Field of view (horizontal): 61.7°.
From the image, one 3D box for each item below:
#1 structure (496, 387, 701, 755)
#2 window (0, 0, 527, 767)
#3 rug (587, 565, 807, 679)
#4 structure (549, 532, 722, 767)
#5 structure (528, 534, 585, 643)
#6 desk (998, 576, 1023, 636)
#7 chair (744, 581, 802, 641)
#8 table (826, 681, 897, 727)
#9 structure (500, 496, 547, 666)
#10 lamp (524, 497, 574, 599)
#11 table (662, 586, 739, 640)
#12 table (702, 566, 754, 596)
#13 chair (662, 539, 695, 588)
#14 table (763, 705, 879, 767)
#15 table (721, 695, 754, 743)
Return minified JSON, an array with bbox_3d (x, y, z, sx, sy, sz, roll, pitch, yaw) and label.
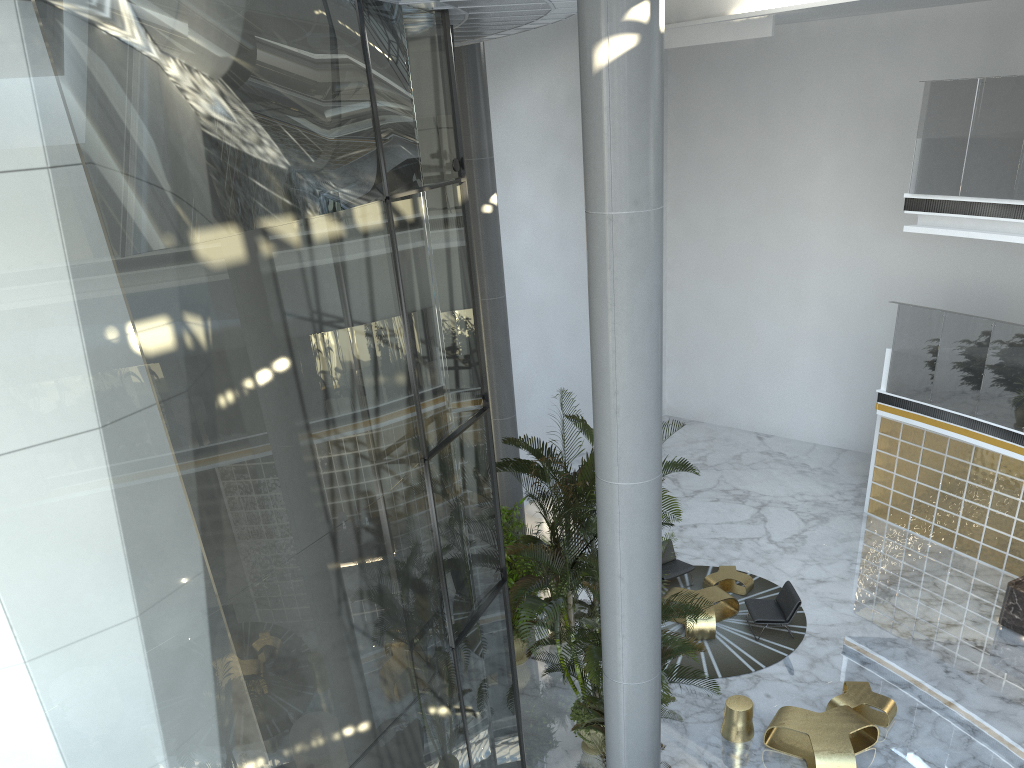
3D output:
[{"bbox_3d":[0.982,2.486,10.231,2.438,5.224,2.241,-8,26,-7],"label":"structure"},{"bbox_3d":[-2.743,2.198,5.989,4.185,9.001,13.799,1,22,12],"label":"window"},{"bbox_3d":[2.986,3.798,14.021,3.446,0.021,3.252,4,20,23],"label":"rug"},{"bbox_3d":[1.245,3.433,8.956,1.649,4.183,1.809,-7,26,-4],"label":"structure"},{"bbox_3d":[0.682,3.186,13.289,0.979,1.985,0.813,-7,26,-5],"label":"structure"},{"bbox_3d":[8.858,3.558,12.217,1.564,0.799,2.862,-15,22,-26],"label":"desk"},{"bbox_3d":[4.055,3.533,13.358,0.727,0.755,0.643,-4,24,1],"label":"chair"},{"bbox_3d":[4.742,4.330,11.551,0.754,0.328,0.871,12,25,37],"label":"table"},{"bbox_3d":[-0.053,2.910,12.624,1.133,3.043,0.934,-12,28,-13],"label":"structure"},{"bbox_3d":[0.688,2.846,14.496,0.824,1.874,0.757,-18,29,-25],"label":"lamp"},{"bbox_3d":[2.978,3.651,13.717,1.361,0.451,1.063,-2,20,5],"label":"table"},{"bbox_3d":[3.729,3.369,14.635,0.706,0.307,0.815,12,25,37],"label":"table"},{"bbox_3d":[2.668,3.166,14.780,0.710,0.755,0.660,-17,27,-27],"label":"chair"},{"bbox_3d":[3.952,4.545,10.819,1.453,0.481,1.135,-2,20,5],"label":"table"},{"bbox_3d":[2.989,4.411,11.320,0.440,0.559,0.394,-2,25,6],"label":"table"}]
